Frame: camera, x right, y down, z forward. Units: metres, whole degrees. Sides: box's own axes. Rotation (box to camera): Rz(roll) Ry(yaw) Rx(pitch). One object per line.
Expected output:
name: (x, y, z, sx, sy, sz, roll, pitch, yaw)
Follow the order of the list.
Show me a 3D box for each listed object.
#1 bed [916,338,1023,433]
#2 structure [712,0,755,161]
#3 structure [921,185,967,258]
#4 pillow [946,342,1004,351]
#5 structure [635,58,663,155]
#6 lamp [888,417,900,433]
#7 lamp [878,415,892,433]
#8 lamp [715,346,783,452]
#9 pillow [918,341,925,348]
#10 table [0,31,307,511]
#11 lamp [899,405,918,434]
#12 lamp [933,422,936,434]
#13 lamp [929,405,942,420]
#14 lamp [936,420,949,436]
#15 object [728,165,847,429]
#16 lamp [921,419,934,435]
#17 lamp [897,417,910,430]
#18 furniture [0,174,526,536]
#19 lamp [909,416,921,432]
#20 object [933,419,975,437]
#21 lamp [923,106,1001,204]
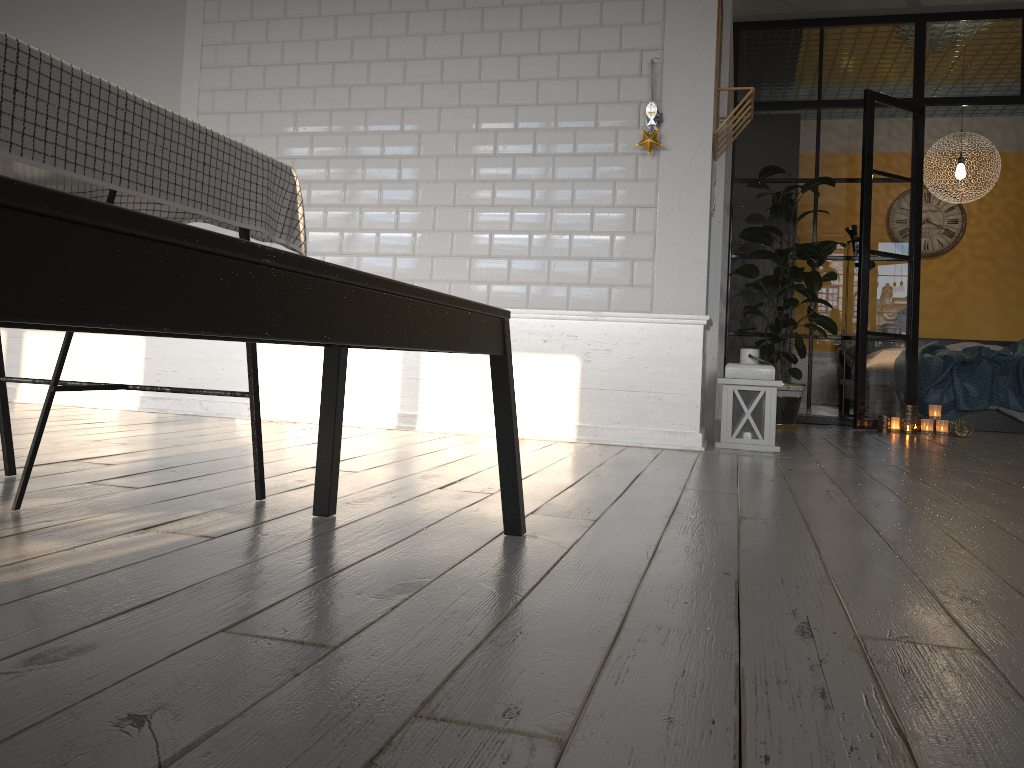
bed: (3.888, -0.042, 7.511, 1.899, 0.771, 2.319, 3, 1, 15)
structure: (1.062, -1.498, 4.215, 0.185, 0.777, 0.494, 2, -1, 14)
structure: (4.094, -1.606, 8.740, 0.727, 0.726, 0.070, 3, -2, 14)
pillow: (4.134, -0.265, 7.905, 0.592, 0.227, 0.485, 2, 1, -27)
structure: (0.627, -1.243, 3.972, 0.134, 0.448, 0.078, 3, -2, 2)
lamp: (2.568, 0.275, 5.950, 0.080, 0.099, 0.081, 3, -1, -35)
lamp: (2.488, 0.268, 5.906, 0.084, 0.110, 0.084, 3, -1, -10)
lamp: (1.114, 0.059, 4.171, 0.287, 0.478, 0.286, 2, -1, 13)
pillow: (3.459, -0.398, 8.080, 0.783, 0.600, 0.498, 3, -1, 20)
table: (-1.152, -0.128, 1.262, 0.932, 0.785, 2.022, 3, 1, 14)
lamp: (2.639, 0.235, 5.885, 0.115, 0.187, 0.114, 3, -1, 13)
lamp: (2.859, 0.298, 5.997, 0.069, 0.080, 0.069, 3, -1, 22)
lamp: (2.823, 0.190, 5.902, 0.080, 0.099, 0.081, 3, -1, -35)
lamp: (2.863, 0.291, 5.885, 0.080, 0.099, 0.081, 3, -1, -35)
object: (3.382, -0.525, 5.656, 3.898, 1.799, 1.008, 3, -1, 14)
lamp: (2.776, 0.286, 5.915, 0.080, 0.099, 0.081, 3, -1, -35)
lamp: (2.651, 0.278, 5.989, 0.080, 0.099, 0.081, 3, -1, -35)
furniture: (-0.390, 0.079, 1.089, 0.466, 0.456, 1.667, 3, 1, 14)
lamp: (2.800, 0.277, 6.147, 0.081, 0.107, 0.080, 3, -1, 14)
object: (2.983, 0.291, 6.061, 0.192, 0.118, 0.716, 3, 1, 3)
lamp: (3.903, -2.112, 7.681, 0.615, 1.098, 0.616, 4, -2, -35)
